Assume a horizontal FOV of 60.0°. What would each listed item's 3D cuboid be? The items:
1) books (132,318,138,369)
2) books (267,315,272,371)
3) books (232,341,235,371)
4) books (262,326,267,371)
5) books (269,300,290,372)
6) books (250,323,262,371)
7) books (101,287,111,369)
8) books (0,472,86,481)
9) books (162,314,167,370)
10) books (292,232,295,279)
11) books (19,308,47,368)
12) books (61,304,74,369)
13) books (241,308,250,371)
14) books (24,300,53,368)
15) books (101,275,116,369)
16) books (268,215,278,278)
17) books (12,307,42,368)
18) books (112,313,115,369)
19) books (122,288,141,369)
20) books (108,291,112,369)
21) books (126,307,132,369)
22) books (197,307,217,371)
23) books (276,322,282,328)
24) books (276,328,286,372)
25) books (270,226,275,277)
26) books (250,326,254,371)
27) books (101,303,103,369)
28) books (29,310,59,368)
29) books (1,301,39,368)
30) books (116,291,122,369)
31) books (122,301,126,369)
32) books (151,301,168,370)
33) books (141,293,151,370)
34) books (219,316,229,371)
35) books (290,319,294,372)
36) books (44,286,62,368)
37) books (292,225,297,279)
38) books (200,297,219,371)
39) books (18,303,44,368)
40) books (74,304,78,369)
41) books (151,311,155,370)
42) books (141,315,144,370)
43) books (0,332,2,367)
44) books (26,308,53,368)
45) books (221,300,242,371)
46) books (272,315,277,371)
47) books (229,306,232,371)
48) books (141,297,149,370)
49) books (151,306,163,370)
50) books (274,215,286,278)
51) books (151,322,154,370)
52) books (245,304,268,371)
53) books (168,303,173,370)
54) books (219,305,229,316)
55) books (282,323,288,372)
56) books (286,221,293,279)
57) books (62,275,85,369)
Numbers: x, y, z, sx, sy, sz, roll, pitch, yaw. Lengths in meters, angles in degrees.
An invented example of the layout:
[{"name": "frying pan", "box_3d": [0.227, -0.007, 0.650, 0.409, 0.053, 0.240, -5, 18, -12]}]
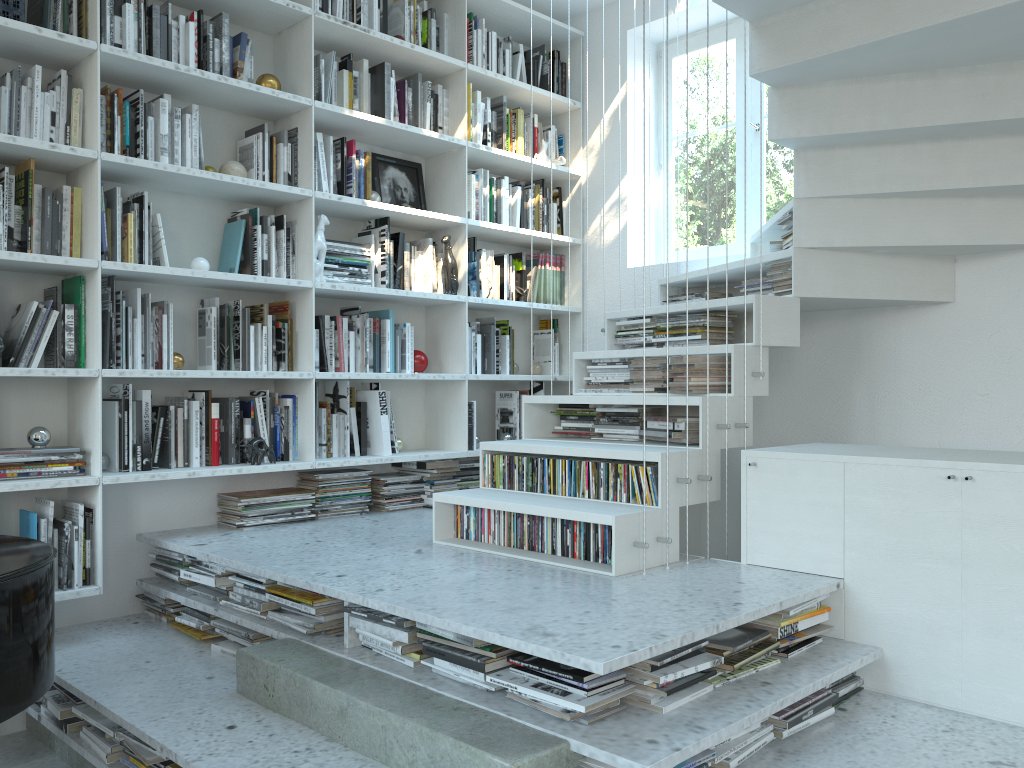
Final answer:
[{"name": "books", "box_3d": [-1.421, -0.143, 3.262, 0.183, 0.186, 0.013, 0, 0, 45]}, {"name": "books", "box_3d": [-1.041, -0.164, 3.645, 0.181, 0.229, 0.018, 0, 0, 45]}, {"name": "books", "box_3d": [-1.160, -0.153, 3.570, 0.122, 0.208, 0.031, 0, 0, 45]}, {"name": "books", "box_3d": [-1.056, -0.140, 3.627, 0.190, 0.183, 0.019, 0, 0, 45]}, {"name": "books", "box_3d": [-0.973, -0.196, 3.710, 0.162, 0.295, 0.007, 0, 0, 45]}, {"name": "books", "box_3d": [-1.071, -0.146, 3.618, 0.175, 0.195, 0.015, 0, 0, 45]}, {"name": "books", "box_3d": [-1.491, -0.197, 3.204, 0.177, 0.295, 0.018, 0, 0, 45]}, {"name": "books", "box_3d": [-1.619, 0.309, 3.003, 0.285, 0.012, 0.159, 0, 0, -42]}, {"name": "books", "box_3d": [-1.347, -0.153, 3.346, 0.180, 0.207, 0.014, 0, 0, 45]}, {"name": "books", "box_3d": [-0.967, -0.521, 3.732, 0.164, 0.212, 0.023, 0, 0, 45]}, {"name": "books", "box_3d": [-1.664, -0.154, 3.038, 0.143, 0.212, 0.090, 0, 0, 45]}, {"name": "books", "box_3d": [-1.576, -0.162, 3.099, 0.171, 0.223, 0.029, 0, 0, 45]}, {"name": "books", "box_3d": [-1.106, -0.175, 3.569, 0.184, 0.251, 0.018, 0, 0, 45]}, {"name": "books", "box_3d": [-1.652, -0.168, 3.048, 0.149, 0.238, 0.094, 0, 0, 45]}, {"name": "books", "box_3d": [-1.480, -0.221, 3.237, 0.149, 0.342, 0.007, 0, 0, 45]}, {"name": "books", "box_3d": [-1.023, -0.553, 3.679, 0.154, 0.274, 0.032, 0, 0, 45]}, {"name": "books", "box_3d": [-1.671, -0.153, 3.008, 0.175, 0.210, 0.089, 0, 0, 45]}, {"name": "books", "box_3d": [-1.480, -0.152, 3.224, 0.154, 0.204, 0.013, 0, 0, 45]}, {"name": "books", "box_3d": [-1.410, -0.198, 3.270, 0.175, 0.297, 0.014, 0, 0, 45]}, {"name": "books", "box_3d": [-1.481, -0.191, 3.212, 0.155, 0.281, 0.006, 0, 0, 45]}, {"name": "books", "box_3d": [-1.433, -0.163, 3.239, 0.188, 0.226, 0.011, 0, 0, 45]}, {"name": "books", "box_3d": [-1.204, -0.175, 3.501, 0.130, 0.252, 0.019, 0, 0, 45]}, {"name": "books", "box_3d": [-1.002, -0.151, 3.705, 0.141, 0.205, 0.016, 0, 0, 45]}, {"name": "books", "box_3d": [-0.993, -0.139, 3.674, 0.189, 0.180, 0.016, 0, 0, 45]}, {"name": "books", "box_3d": [-1.025, -0.528, 3.654, 0.178, 0.224, 0.012, 0, 0, 45]}, {"name": "books", "box_3d": [-1.093, -0.140, 3.582, 0.182, 0.182, 0.018, 0, 0, 45]}, {"name": "books", "box_3d": [-1.511, -0.169, 3.204, 0.136, 0.239, 0.011, 0, 0, 45]}, {"name": "books", "box_3d": [-1.639, -0.150, 3.059, 0.169, 0.205, 0.091, 0, 0, 45]}, {"name": "books", "box_3d": [-1.680, -0.162, 2.992, 0.190, 0.228, 0.095, 0, 0, 45]}, {"name": "books", "box_3d": [-1.453, -0.192, 3.229, 0.159, 0.284, 0.005, 0, 0, 45]}, {"name": "books", "box_3d": [-1.449, -0.174, 3.238, 0.165, 0.248, 0.013, 0, 0, 45]}, {"name": "books", "box_3d": [-1.340, -0.180, 3.359, 0.142, 0.261, 0.014, 0, 0, 45]}, {"name": "books", "box_3d": [-1.389, -0.192, 3.322, 0.159, 0.285, 0.006, 0, 0, 45]}, {"name": "books", "box_3d": [-1.170, -0.157, 3.514, 0.177, 0.216, 0.016, 0, 0, 45]}, {"name": "books", "box_3d": [-0.965, -0.160, 3.750, 0.146, 0.224, 0.009, 0, 0, 45]}, {"name": "books", "box_3d": [-1.605, -0.193, 3.098, 0.138, 0.286, 0.013, 0, 0, 45]}, {"name": "books", "box_3d": [-0.948, -0.538, 3.737, 0.158, 0.245, 0.010, 0, 0, 45]}, {"name": "books", "box_3d": [-1.201, -0.194, 3.522, 0.131, 0.290, 0.016, 0, 0, 45]}, {"name": "books", "box_3d": [-1.675, -0.161, 3.034, 0.144, 0.226, 0.095, 0, 0, 45]}, {"name": "books", "box_3d": [-1.566, -0.163, 3.124, 0.148, 0.226, 0.021, 0, 0, 45]}, {"name": "books", "box_3d": [-1.375, -0.161, 3.336, 0.133, 0.223, 0.008, 0, 0, 45]}, {"name": "books", "box_3d": [-1.408, -0.151, 3.296, 0.167, 0.203, 0.013, 0, 0, 45]}, {"name": "books", "box_3d": [-1.746, -0.175, 2.964, 0.141, 0.248, 0.035, 0, 0, 45]}, {"name": "books", "box_3d": [-1.655, -0.156, 3.057, 0.139, 0.215, 0.090, 0, 0, 45]}, {"name": "books", "box_3d": [-1.134, -0.192, 3.578, 0.159, 0.285, 0.007, 0, 0, 45]}, {"name": "books", "box_3d": [-1.025, -0.165, 3.680, 0.155, 0.232, 0.021, 0, 0, 45]}, {"name": "books", "box_3d": [-1.161, -0.179, 3.542, 0.158, 0.259, 0.008, 0, 0, 45]}, {"name": "books", "box_3d": [-1.391, -0.183, 3.297, 0.183, 0.267, 0.012, 0, 0, 45]}, {"name": "books", "box_3d": [-1.360, -0.169, 3.337, 0.176, 0.238, 0.015, 0, 0, 45]}, {"name": "books", "box_3d": [-0.992, -0.552, 3.679, 0.183, 0.273, 0.012, 0, 0, 45]}, {"name": "books", "box_3d": [-1.381, -0.139, 3.328, 0.140, 0.179, 0.013, 0, 0, 45]}, {"name": "books", "box_3d": [-1.050, -0.186, 3.637, 0.173, 0.274, 0.006, 0, 0, 45]}, {"name": "books", "box_3d": [-1.332, -0.175, 3.369, 0.172, 0.251, 0.013, 0, 0, 45]}, {"name": "books", "box_3d": [-1.169, -0.180, 3.534, 0.149, 0.262, 0.015, 0, 0, 45]}, {"name": "books", "box_3d": [-0.985, -0.150, 3.709, 0.158, 0.204, 0.013, 0, 0, 45]}, {"name": "books", "box_3d": [-0.968, -0.542, 3.709, 0.169, 0.252, 0.011, 0, 0, 45]}, {"name": "books", "box_3d": [-1.552, -0.213, 3.135, 0.182, 0.325, 0.014, 0, 0, 45]}]
